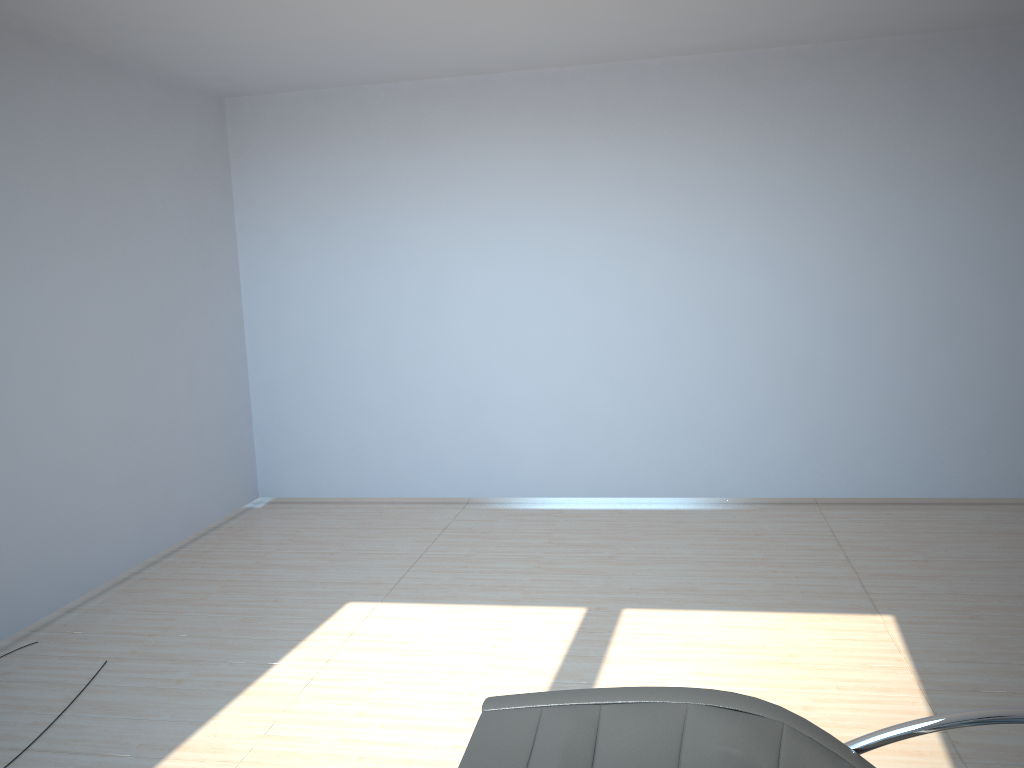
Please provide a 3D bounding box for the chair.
[{"bbox_3d":[0.933,0.922,1.524,2.114,0.953,0.836,-1,7,11],"label":"chair"}]
